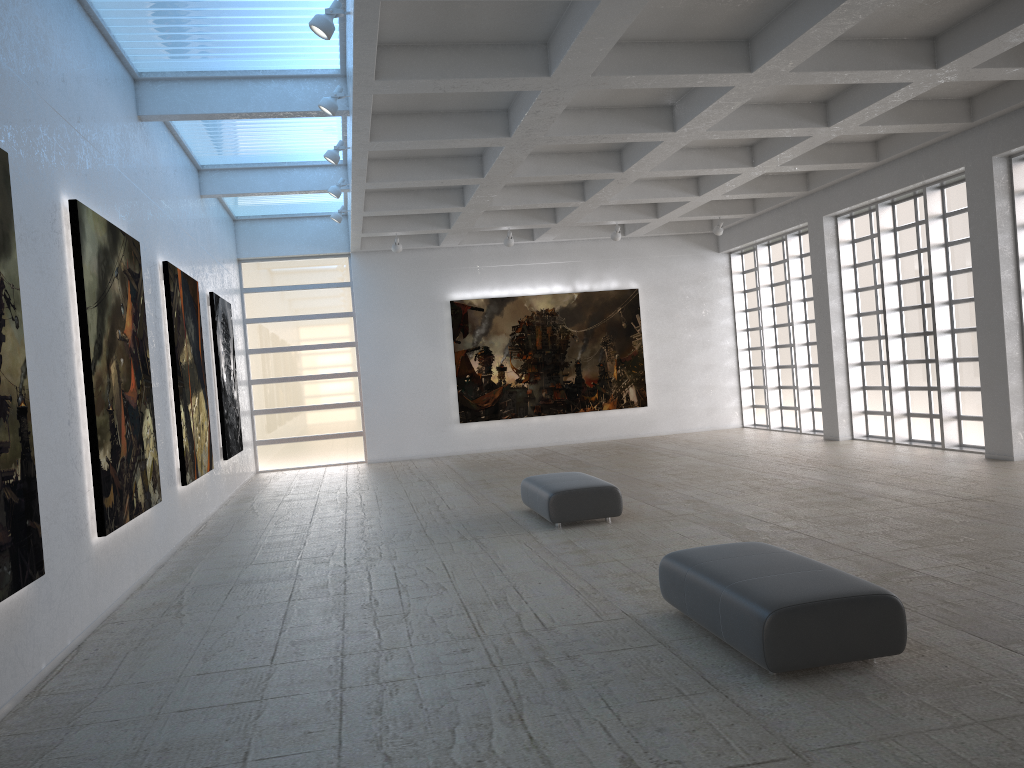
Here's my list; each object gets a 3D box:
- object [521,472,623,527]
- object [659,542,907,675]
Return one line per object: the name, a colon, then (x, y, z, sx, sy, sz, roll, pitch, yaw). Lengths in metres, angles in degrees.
object: (1.250, 2.507, 19.686, 1.616, 0.828, 3.044, -5, 1, -10)
object: (2.970, 2.507, 10.323, 1.616, 0.828, 3.044, -5, 1, -10)
